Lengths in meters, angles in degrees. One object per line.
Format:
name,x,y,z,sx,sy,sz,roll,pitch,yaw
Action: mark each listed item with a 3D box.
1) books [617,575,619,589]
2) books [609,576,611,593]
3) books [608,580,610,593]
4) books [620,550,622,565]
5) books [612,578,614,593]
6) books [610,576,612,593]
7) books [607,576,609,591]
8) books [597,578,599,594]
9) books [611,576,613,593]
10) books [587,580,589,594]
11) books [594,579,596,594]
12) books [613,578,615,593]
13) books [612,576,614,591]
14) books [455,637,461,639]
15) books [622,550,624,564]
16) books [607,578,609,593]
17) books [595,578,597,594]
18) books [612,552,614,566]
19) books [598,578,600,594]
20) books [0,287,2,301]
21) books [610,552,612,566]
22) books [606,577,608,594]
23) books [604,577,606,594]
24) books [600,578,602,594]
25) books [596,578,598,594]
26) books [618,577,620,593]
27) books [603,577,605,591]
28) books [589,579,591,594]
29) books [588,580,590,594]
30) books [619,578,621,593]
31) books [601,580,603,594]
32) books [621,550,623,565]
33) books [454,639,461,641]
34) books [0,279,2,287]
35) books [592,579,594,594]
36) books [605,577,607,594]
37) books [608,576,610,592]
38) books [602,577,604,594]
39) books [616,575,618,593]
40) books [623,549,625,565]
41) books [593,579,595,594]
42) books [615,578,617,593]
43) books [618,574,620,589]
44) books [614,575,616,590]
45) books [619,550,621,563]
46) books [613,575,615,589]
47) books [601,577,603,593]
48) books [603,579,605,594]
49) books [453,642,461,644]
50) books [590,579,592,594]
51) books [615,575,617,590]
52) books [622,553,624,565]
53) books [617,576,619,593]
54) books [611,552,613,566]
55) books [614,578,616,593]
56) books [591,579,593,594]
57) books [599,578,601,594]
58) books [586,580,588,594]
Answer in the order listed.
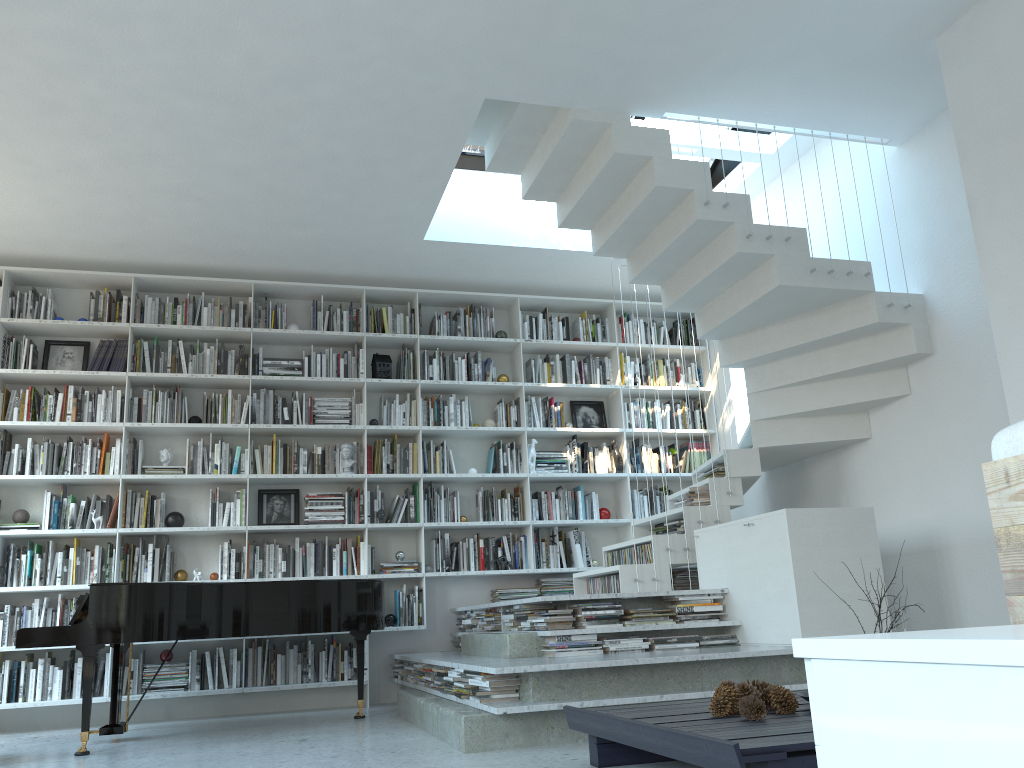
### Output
books,0.731,1.268,5.611,0.125,0.125,0.007,1,-15,-16
books,0.693,1.305,5.741,0.125,0.125,0.008,1,-15,-16
books,0.687,1.311,5.762,0.125,0.125,0.008,1,-15,-16
books,0.789,1.176,5.951,0.125,0.125,0.012,1,-15,-16
books,0.706,1.292,5.697,0.125,0.125,0.008,1,-15,-16
books,0.697,1.300,5.726,0.125,0.125,0.010,1,-15,-16
books,0.685,1.313,5.769,0.125,0.125,0.008,1,-15,-16
books,0.634,1.362,5.942,0.125,0.125,0.009,1,-15,-16
books,0.702,1.296,5.711,0.125,0.125,0.008,1,-15,-16
books,0.582,1.412,6.118,0.125,0.125,0.008,1,-15,-16
books,0.619,1.376,5.992,0.125,0.125,0.007,1,-15,-16
books,0.710,1.288,5.683,0.125,0.125,0.008,1,-15,-16
books,0.708,1.290,5.690,0.125,0.125,0.007,1,-15,-16
books,-0.340,1.903,6.650,0.152,0.015,0.208,0,-15,-11
books,0.800,1.166,5.915,0.125,0.125,0.010,1,-15,-16
books,0.683,1.314,5.775,0.125,0.125,0.008,1,-15,-16
books,0.625,1.370,5.971,0.125,0.125,0.008,1,-15,-16
books,0.752,1.212,6.077,0.125,0.125,0.010,1,-15,-16
books,0.640,1.356,5.920,0.125,0.125,0.008,1,-15,-16
books,-3.620,-0.535,6.331,0.024,0.251,0.235,1,-15,-16
books,0.742,1.222,6.110,0.125,0.125,0.007,1,-15,-16
books,0.678,1.319,5.792,0.125,0.125,0.010,1,-15,-16
books,0.670,1.327,5.820,0.125,0.125,0.008,1,-15,-16
books,0.649,1.348,5.892,0.125,0.125,0.009,1,-15,-16
books,0.629,1.366,5.957,0.125,0.125,0.007,1,-15,-16
books,0.733,1.266,5.604,0.125,0.125,0.007,1,-15,-16
books,0.665,1.331,5.834,0.125,0.125,0.009,1,-15,-16
books,0.593,1.401,6.079,0.125,0.125,0.008,1,-15,-16
books,0.589,1.405,6.093,0.125,0.125,0.007,1,-15,-16
books,0.738,1.262,5.590,0.125,0.125,0.008,1,-15,-16
books,0.653,1.343,5.877,0.125,0.125,0.009,1,-15,-16
books,0.795,1.171,5.933,0.125,0.125,0.009,1,-15,-16
books,-0.341,1.914,6.646,0.159,0.009,0.211,0,-15,-12
books,-3.673,-0.569,6.357,0.014,0.336,0.168,1,-15,-16
books,0.609,1.386,6.027,0.125,0.125,0.008,1,-15,-16
books,0.674,1.323,5.806,0.125,0.125,0.007,1,-15,-16
books,0.689,1.309,5.755,0.125,0.125,0.008,1,-15,-16
books,0.659,1.337,5.855,0.125,0.125,0.008,1,-15,-16
books,0.724,1.275,5.636,0.125,0.125,0.012,1,-15,-16
books,0.803,1.163,5.905,0.125,0.125,0.014,1,-15,-16
books,0.615,1.380,6.006,0.125,0.125,0.008,1,-15,-16
books,0.719,1.279,5.652,0.125,0.125,0.008,1,-15,-16
books,0.735,1.264,5.597,0.125,0.125,0.008,1,-15,-16
books,0.717,1.281,5.659,0.125,0.125,0.008,1,-15,-16
books,0.787,1.179,5.961,0.125,0.125,0.008,1,-15,-16
books,0.713,1.286,5.674,0.125,0.125,0.011,1,-15,-16
books,0.655,1.341,5.869,0.125,0.125,0.008,1,-15,-16
books,0.663,1.333,5.841,0.125,0.125,0.008,1,-15,-16
books,-0.335,1.936,6.642,0.159,0.012,0.279,2,-16,-17
books,0.600,1.395,6.057,0.125,0.125,0.007,1,-15,-16
books,0.722,1.277,5.644,0.125,0.125,0.010,1,-15,-16
books,0.797,1.169,5.924,0.125,0.125,0.007,1,-15,-16
books,0.729,1.270,5.618,0.125,0.125,0.007,1,-15,-16
books,0.747,1.218,6.096,0.125,0.125,0.008,1,-15,-16
books,0.715,1.284,5.667,0.125,0.125,0.011,1,-15,-16
books,0.604,1.390,6.042,0.125,0.125,0.009,1,-15,-16
books,0.644,1.352,5.906,0.125,0.125,0.008,1,-15,-16
books,0.578,1.416,6.132,0.125,0.125,0.007,1,-15,-16
